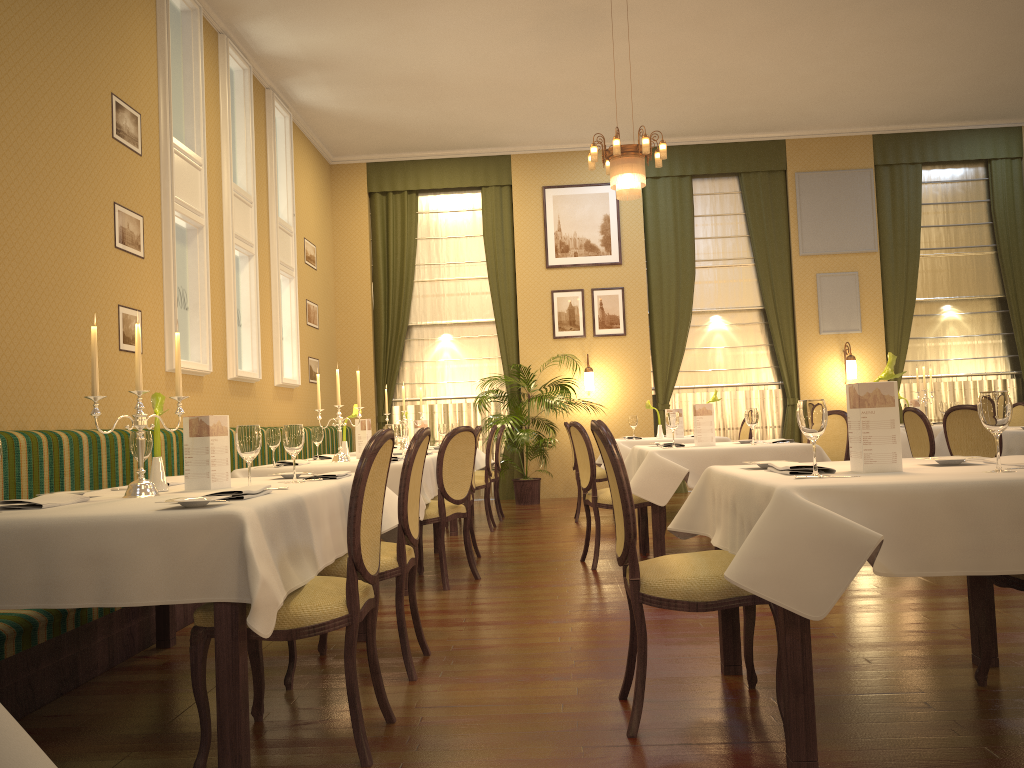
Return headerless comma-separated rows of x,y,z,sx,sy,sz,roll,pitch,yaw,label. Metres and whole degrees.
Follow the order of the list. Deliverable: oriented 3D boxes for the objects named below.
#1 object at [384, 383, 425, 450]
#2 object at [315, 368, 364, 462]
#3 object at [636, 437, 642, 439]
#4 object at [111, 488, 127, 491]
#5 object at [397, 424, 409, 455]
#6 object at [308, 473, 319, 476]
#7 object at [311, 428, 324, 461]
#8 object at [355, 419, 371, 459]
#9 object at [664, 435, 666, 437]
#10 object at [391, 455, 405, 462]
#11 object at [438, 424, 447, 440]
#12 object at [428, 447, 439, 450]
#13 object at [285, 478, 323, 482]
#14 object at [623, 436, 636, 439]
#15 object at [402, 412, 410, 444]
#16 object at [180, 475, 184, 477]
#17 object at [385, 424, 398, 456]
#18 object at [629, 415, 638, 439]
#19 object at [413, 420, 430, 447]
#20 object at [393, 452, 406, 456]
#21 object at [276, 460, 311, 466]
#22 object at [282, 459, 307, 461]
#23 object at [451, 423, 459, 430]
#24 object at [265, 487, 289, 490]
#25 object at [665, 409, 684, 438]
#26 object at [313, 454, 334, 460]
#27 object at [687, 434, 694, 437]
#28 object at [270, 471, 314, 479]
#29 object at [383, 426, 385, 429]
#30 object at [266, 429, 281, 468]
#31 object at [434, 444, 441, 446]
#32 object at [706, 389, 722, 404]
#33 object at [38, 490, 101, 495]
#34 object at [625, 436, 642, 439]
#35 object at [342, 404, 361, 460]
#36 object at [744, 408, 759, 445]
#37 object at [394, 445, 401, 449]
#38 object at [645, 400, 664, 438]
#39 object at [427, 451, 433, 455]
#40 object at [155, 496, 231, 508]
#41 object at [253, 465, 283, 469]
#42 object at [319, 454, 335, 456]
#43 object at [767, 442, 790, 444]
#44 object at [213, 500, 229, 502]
-1.014,0.295,8.352,0.390,0.655,0.131,-3,-3,8,object
-1.119,0.180,5.737,0.390,0.655,0.131,-3,-3,17,object
1.196,0.535,8.740,0.181,0.015,0.038,-3,-3,4,object
-1.482,0.411,3.478,0.185,0.010,0.017,-3,-3,4,object
-0.761,0.394,6.176,0.088,0.229,0.088,0,-3,-40,object
-0.822,0.403,3.971,0.181,0.015,0.038,-3,-3,4,object
-1.374,0.424,6.266,0.088,0.229,0.088,-5,-4,44,object
-1.011,0.381,6.150,0.081,0.277,0.166,-1,-3,-36,object
1.563,0.518,8.813,0.160,0.024,0.160,-3,-3,2,object
-0.754,0.464,5.505,0.142,0.033,0.273,-3,-3,2,object
-0.655,0.491,8.394,0.088,0.229,0.088,0,-3,-40,object
-0.656,0.571,7.880,0.160,0.024,0.160,-3,-3,2,object
-0.853,0.388,3.565,0.185,0.010,0.017,-3,-3,2,object
1.155,0.537,8.844,0.160,0.024,0.160,-3,-3,2,object
-1.035,0.447,8.678,0.076,0.375,0.163,-2,-3,-11,object
-1.485,0.431,4.037,0.160,0.024,0.160,-3,-3,2,object
-0.773,0.373,5.700,0.088,0.229,0.088,0,-3,-40,object
1.149,0.412,8.375,0.088,0.229,0.088,0,-3,-40,object
-0.911,0.496,8.743,0.166,0.277,0.081,-3,-3,19,object
-0.845,0.519,6.563,0.160,0.024,0.160,-3,-3,2,object
-1.354,0.489,5.496,0.142,0.033,0.273,-3,-3,2,object
-1.427,0.509,5.801,0.160,0.024,0.160,-3,-3,2,object
-0.567,0.508,8.862,0.088,0.229,0.088,0,-3,-40,object
-0.873,0.367,3.099,0.185,0.010,0.017,-3,-3,2,object
1.540,0.375,8.401,0.166,0.277,0.081,-3,-3,9,object
-1.349,0.533,6.466,0.142,0.033,0.273,-3,-3,2,object
1.782,0.499,8.574,0.142,0.024,0.273,-3,-3,2,object
-0.962,0.400,3.864,0.160,0.024,0.160,-3,-3,2,object
-1.257,0.543,8.960,0.088,0.229,0.088,0,-3,-40,object
-1.421,0.382,5.287,0.088,0.229,0.088,0,-3,-40,object
-0.728,0.637,9.257,0.160,0.024,0.160,-3,-3,2,object
1.311,0.218,5.865,0.163,0.375,0.076,-1,-3,-21,object
-1.544,0.390,3.102,0.160,0.024,0.160,-3,-3,2,object
1.173,0.521,8.575,0.142,0.033,0.273,-3,-3,2,object
-1.088,0.324,5.945,0.163,0.375,0.076,-4,-3,24,object
1.502,0.268,5.544,0.088,0.229,0.088,-5,-4,44,object
-1.232,0.652,9.160,0.142,0.033,0.273,-3,-3,2,object
1.379,0.338,8.555,0.163,0.375,0.076,-4,-3,24,object
-0.661,0.507,6.450,0.142,0.024,0.273,-3,-3,2,object
-0.890,0.334,2.487,0.160,0.024,0.160,-3,-3,2,object
-1.425,0.485,5.195,0.181,0.015,0.038,-3,-3,4,object
-1.367,0.549,6.736,0.160,0.024,0.160,-3,-3,2,object
1.668,0.374,5.624,0.185,0.010,0.017,-3,-3,2,object
-0.932,0.347,2.644,0.181,0.015,0.038,-3,-3,4,object
